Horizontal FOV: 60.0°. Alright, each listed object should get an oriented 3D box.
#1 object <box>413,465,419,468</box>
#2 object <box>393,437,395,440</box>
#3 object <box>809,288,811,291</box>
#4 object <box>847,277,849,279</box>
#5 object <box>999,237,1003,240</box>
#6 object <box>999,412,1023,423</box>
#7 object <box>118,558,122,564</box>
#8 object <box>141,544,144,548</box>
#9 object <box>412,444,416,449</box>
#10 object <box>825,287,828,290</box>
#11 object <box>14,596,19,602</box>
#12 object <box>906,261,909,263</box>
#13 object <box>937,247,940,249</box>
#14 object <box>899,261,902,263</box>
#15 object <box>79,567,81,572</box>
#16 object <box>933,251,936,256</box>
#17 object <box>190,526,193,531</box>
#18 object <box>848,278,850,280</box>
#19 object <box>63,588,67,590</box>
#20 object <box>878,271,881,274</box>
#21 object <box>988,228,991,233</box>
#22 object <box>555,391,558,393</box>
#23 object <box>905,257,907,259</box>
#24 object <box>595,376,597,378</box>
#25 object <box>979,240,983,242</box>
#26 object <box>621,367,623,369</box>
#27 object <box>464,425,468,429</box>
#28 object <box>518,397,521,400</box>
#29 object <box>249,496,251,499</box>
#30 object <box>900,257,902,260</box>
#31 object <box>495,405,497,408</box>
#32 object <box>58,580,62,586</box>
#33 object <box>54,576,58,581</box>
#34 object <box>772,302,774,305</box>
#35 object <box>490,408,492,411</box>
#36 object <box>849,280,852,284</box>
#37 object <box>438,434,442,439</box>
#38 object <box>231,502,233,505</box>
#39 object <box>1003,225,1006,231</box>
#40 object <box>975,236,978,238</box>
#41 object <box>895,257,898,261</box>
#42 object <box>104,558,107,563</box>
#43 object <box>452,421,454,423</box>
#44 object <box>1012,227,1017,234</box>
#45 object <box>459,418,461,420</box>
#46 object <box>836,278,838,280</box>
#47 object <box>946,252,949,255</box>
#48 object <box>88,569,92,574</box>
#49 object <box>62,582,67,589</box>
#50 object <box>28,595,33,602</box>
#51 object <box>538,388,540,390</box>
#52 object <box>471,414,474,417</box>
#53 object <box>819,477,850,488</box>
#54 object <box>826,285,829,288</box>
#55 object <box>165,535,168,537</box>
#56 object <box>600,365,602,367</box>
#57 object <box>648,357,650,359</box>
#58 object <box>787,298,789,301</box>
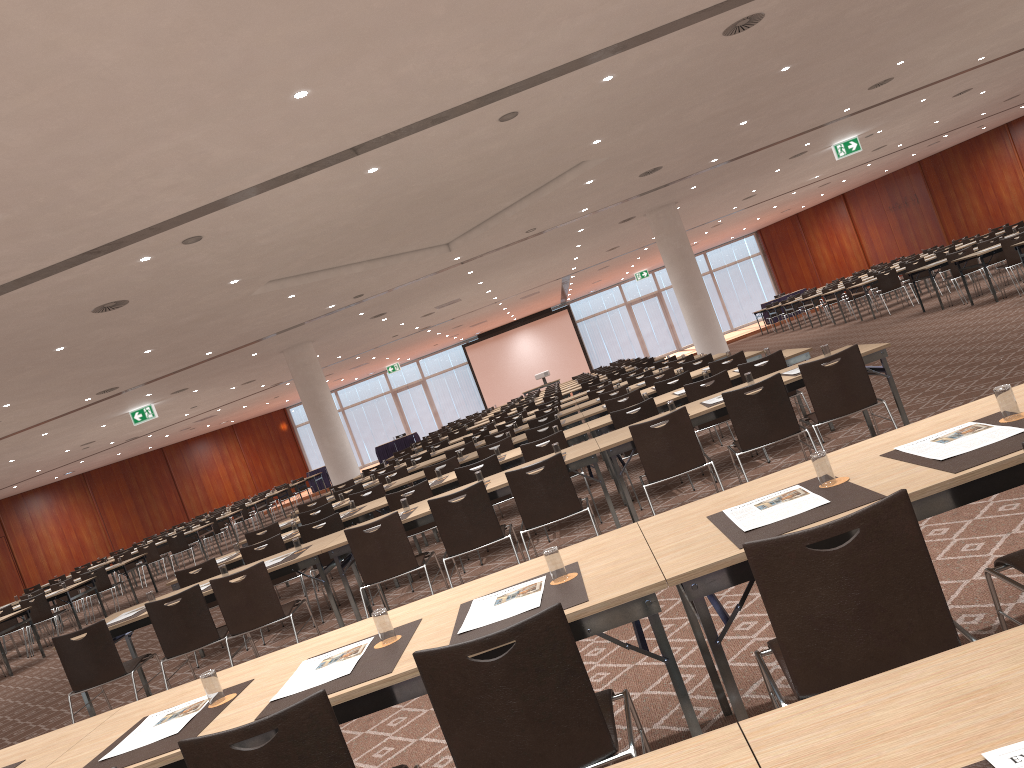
[{"bbox_3d":[-1.427,1.228,13.234,0.102,0.001,0.102,-20,0,-8],"label":"object"},{"bbox_3d":[-4.575,2.108,34.311,0.054,0.114,0.054,-20,1,15],"label":"object"},{"bbox_3d":[10.082,-3.180,30.029,0.054,0.114,0.054,-20,1,-8],"label":"object"},{"bbox_3d":[9.873,-3.085,26.034,0.054,0.114,0.054,-20,1,-8],"label":"object"},{"bbox_3d":[8.081,-2.370,14.629,0.054,0.114,0.054,-20,1,-8],"label":"object"},{"bbox_3d":[1.698,0.112,2.991,0.101,0.001,0.102,-21,0,-30],"label":"object"},{"bbox_3d":[-7.801,3.515,17.641,0.054,0.114,0.054,-20,1,-8],"label":"object"},{"bbox_3d":[-8.844,3.887,21.224,0.054,0.114,0.054,-21,1,-30],"label":"object"},{"bbox_3d":[-2.299,1.458,20.809,0.054,0.114,0.054,-21,1,-30],"label":"object"},{"bbox_3d":[8.559,-2.589,24.112,0.054,0.114,0.054,-20,1,-8],"label":"object"},{"bbox_3d":[-9.938,4.308,17.786,0.054,0.114,0.054,-20,1,37],"label":"object"},{"bbox_3d":[8.961,-2.720,20.085,0.054,0.114,0.054,-21,1,-30],"label":"object"},{"bbox_3d":[10.589,-3.333,21.995,0.054,0.114,0.054,-20,1,37],"label":"object"},{"bbox_3d":[9.676,-2.995,22.047,0.054,0.114,0.054,-21,1,-30],"label":"object"},{"bbox_3d":[-10.365,4.451,21.308,0.054,0.114,0.054,-20,1,37],"label":"object"},{"bbox_3d":[9.570,-2.947,20.057,0.054,0.114,0.054,-21,1,-30],"label":"object"},{"bbox_3d":[-7.638,3.440,21.133,0.054,0.114,0.054,-21,1,-30],"label":"object"},{"bbox_3d":[9.172,-2.816,24.082,0.054,0.114,0.054,-20,1,-8],"label":"object"},{"bbox_3d":[-7.884,3.616,15.647,0.102,0.001,0.102,-20,0,-8],"label":"object"},{"bbox_3d":[8.354,-2.495,20.125,0.054,0.114,0.054,-21,1,-30],"label":"object"},{"bbox_3d":[11.805,-3.785,21.902,0.054,0.114,0.054,-20,1,37],"label":"object"},{"bbox_3d":[1.044,0.217,20.586,0.054,0.114,0.054,-21,1,-30],"label":"object"},{"bbox_3d":[10.677,-3.375,23.982,0.054,0.114,0.054,-21,1,-30],"label":"object"},{"bbox_3d":[1.960,-0.123,20.533,0.054,0.114,0.054,-20,1,37],"label":"object"},{"bbox_3d":[8.787,-2.641,16.590,0.054,0.114,0.054,-20,1,-8],"label":"object"},{"bbox_3d":[2.557,-0.344,20.490,0.054,0.114,0.054,-20,1,37],"label":"object"},{"bbox_3d":[-1.077,1.004,20.716,0.054,0.114,0.054,-20,1,37],"label":"object"},{"bbox_3d":[0.240,0.481,28.658,0.054,0.114,0.054,-20,1,37],"label":"object"},{"bbox_3d":[-9.243,3.991,31.253,0.054,0.114,0.054,-21,1,-30],"label":"object"},{"bbox_3d":[11.389,-3.648,25.932,0.054,0.114,0.054,-21,1,-30],"label":"object"},{"bbox_3d":[-0.567,0.772,30.708,0.054,0.114,0.054,-20,1,37],"label":"object"},{"bbox_3d":[-9.028,3.971,17.724,0.054,0.114,0.054,-20,1,-8],"label":"object"},{"bbox_3d":[-10.971,4.676,21.349,0.054,0.114,0.054,-20,1,37],"label":"object"},{"bbox_3d":[8.859,-2.726,30.112,0.054,0.114,0.054,-20,1,-8],"label":"object"},{"bbox_3d":[-0.676,0.821,28.712,0.054,0.114,0.054,-20,1,37],"label":"object"},{"bbox_3d":[8.450,-2.539,22.123,0.054,0.114,0.054,-21,1,-30],"label":"object"},{"bbox_3d":[-1.687,1.231,20.769,0.054,0.114,0.054,-20,1,37],"label":"object"},{"bbox_3d":[-9.862,4.221,31.285,0.054,0.114,0.054,-21,1,-30],"label":"object"},{"bbox_3d":[11.091,-3.511,19.959,0.054,0.114,0.054,-20,1,37],"label":"object"},{"bbox_3d":[10.481,-3.285,20.000,0.054,0.114,0.054,-20,1,37],"label":"object"},{"bbox_3d":[12.102,-3.921,27.898,0.054,0.114,0.054,-21,1,-30],"label":"object"},{"bbox_3d":[-9.755,4.225,21.281,0.054,0.114,0.054,-20,1,37],"label":"object"},{"bbox_3d":[-1.897,1.274,28.788,0.054,0.114,0.054,-21,1,-30],"label":"object"},{"bbox_3d":[9.387,-2.864,16.563,0.054,0.114,0.054,-20,1,-8],"label":"object"},{"bbox_3d":[-1.793,1.227,30.777,0.054,0.114,0.054,-21,1,-30],"label":"object"},{"bbox_3d":[10.993,-3.518,29.969,0.054,0.114,0.054,-21,1,-30],"label":"object"},{"bbox_3d":[8.185,-2.417,16.640,0.054,0.114,0.054,-20,1,-8],"label":"object"},{"bbox_3d":[-8.422,3.746,17.683,0.054,0.114,0.054,-20,1,-8],"label":"object"},{"bbox_3d":[-7.900,3.561,15.644,0.054,0.114,0.054,-20,1,-8],"label":"object"},{"bbox_3d":[-8.522,3.792,15.690,0.054,0.114,0.054,-20,1,-8],"label":"object"},{"bbox_3d":[0.944,0.211,30.605,0.054,0.114,0.054,-20,1,37],"label":"object"},{"bbox_3d":[-1.276,1.044,28.746,0.054,0.114,0.054,-20,1,37],"label":"object"},{"bbox_3d":[1.098,0.335,3.021,0.101,0.001,0.102,-21,0,-30],"label":"object"},{"bbox_3d":[9.274,-2.863,26.072,0.054,0.114,0.054,-20,1,-8],"label":"object"},{"bbox_3d":[-8.234,3.661,21.182,0.054,0.114,0.054,-21,1,-30],"label":"object"},{"bbox_3d":[3.072,-0.579,30.471,0.054,0.114,0.054,-20,1,37],"label":"object"},{"bbox_3d":[3.177,-0.574,20.446,0.054,0.114,0.054,-21,1,-30],"label":"object"},{"bbox_3d":[8.760,-2.681,28.113,0.054,0.114,0.054,-20,1,-8],"label":"object"}]
